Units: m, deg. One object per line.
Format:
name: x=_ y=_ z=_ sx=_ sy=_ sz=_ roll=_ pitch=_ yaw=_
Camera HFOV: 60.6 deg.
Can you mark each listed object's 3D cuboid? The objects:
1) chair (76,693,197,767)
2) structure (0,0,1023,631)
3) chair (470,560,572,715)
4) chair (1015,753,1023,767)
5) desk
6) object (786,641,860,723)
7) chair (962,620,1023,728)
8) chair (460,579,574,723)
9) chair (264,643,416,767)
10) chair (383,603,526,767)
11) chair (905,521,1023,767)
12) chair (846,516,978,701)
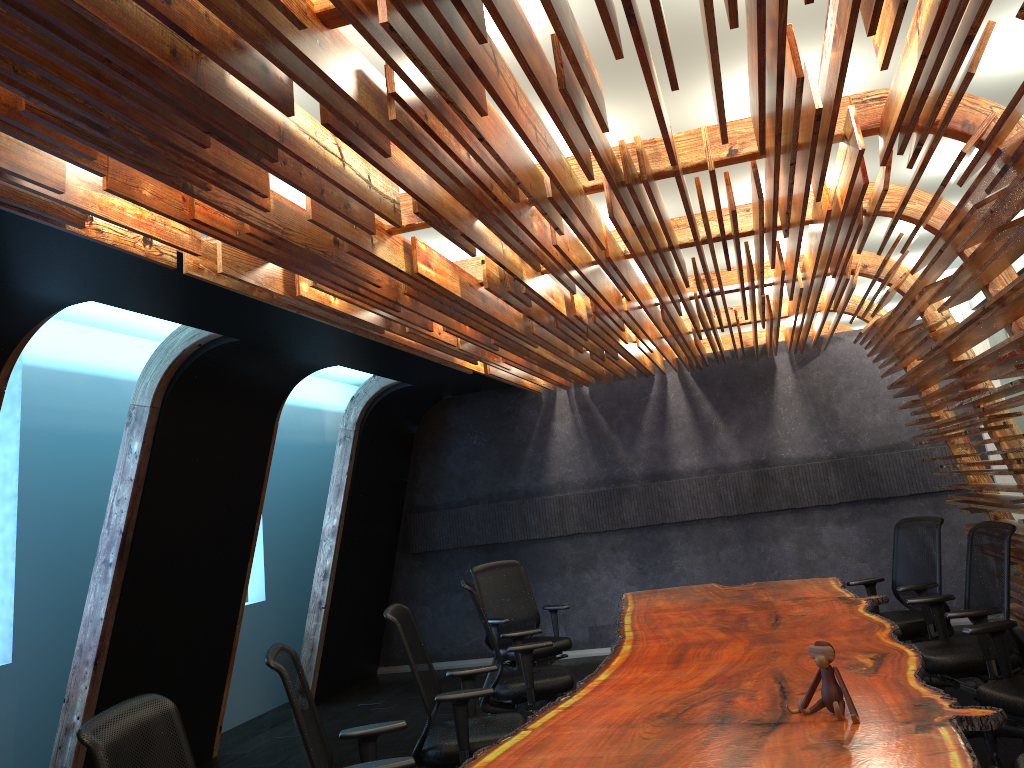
chair: x=-0.748 y=1.537 z=2.504 sx=0.797 sy=1.274 sz=0.790 roll=-7 pitch=-13 yaw=-1
structure: x=1.007 y=0.489 z=4.250 sx=4.499 sy=3.073 sz=11.241 roll=-10 pitch=-9 yaw=15
chair: x=0.143 y=2.110 z=7.301 sx=0.813 sy=1.274 sz=0.774 roll=4 pitch=-18 yaw=-40
chair: x=1.990 y=1.252 z=2.931 sx=0.789 sy=1.274 sz=0.798 roll=-12 pitch=-14 yaw=19
desk: x=1.114 y=1.785 z=4.411 sx=2.023 sy=0.839 sz=6.525 roll=-10 pitch=-9 yaw=15
object: x=1.117 y=1.054 z=3.143 sx=0.128 sy=0.252 sz=0.298 roll=2 pitch=-14 yaw=-32
chair: x=2.497 y=1.345 z=4.034 sx=0.798 sy=1.274 sz=0.788 roll=-3 pitch=-14 yaw=-15
chair: x=0.112 y=1.912 z=5.888 sx=0.797 sy=1.274 sz=0.789 roll=-6 pitch=-14 yaw=-6
chair: x=-0.536 y=1.653 z=3.501 sx=0.798 sy=1.274 sz=0.788 roll=-4 pitch=-14 yaw=-11
chair: x=-0.209 y=1.773 z=4.633 sx=0.797 sy=1.274 sz=0.790 roll=-7 pitch=-13 yaw=-1
chair: x=2.597 y=1.486 z=5.106 sx=0.795 sy=1.274 sz=0.791 roll=-8 pitch=-14 yaw=5
chair: x=2.776 y=1.639 z=6.336 sx=0.798 sy=1.274 sz=0.788 roll=-5 pitch=-14 yaw=-10
